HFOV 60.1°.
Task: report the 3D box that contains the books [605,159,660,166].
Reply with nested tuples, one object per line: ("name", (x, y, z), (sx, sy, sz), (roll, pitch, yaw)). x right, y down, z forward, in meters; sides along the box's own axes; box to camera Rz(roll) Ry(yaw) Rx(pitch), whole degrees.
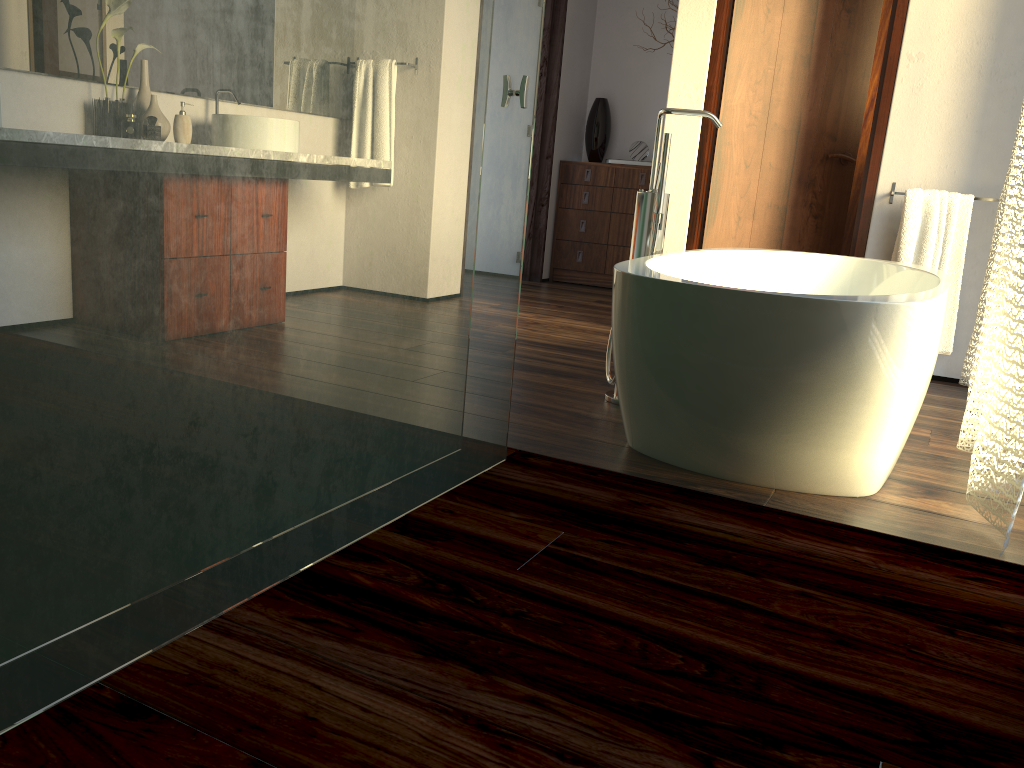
("books", (0.870, -1.438, 5.789), (0.498, 0.034, 0.246), (5, 13, 2))

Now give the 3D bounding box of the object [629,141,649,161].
("object", (0.830, -1.522, 5.787), (0.133, 0.131, 0.128), (10, 14, 22))

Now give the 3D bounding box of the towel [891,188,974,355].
("towel", (1.599, -0.424, 3.429), (0.263, 0.638, 0.153), (7, 13, 9))

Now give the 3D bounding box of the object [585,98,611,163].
("object", (0.574, -1.684, 5.895), (0.174, 0.417, 0.166), (15, 17, 38))

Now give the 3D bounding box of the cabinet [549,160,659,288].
("cabinet", (0.879, -1.014, 5.809), (1.161, 0.801, 0.395), (11, 15, 26))

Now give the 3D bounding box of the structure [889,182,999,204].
("structure", (1.683, -0.709, 3.362), (0.462, 0.088, 0.100), (11, 15, 26))

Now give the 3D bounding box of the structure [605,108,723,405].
("structure", (0.417, -0.388, 2.761), (0.240, 0.898, 0.281), (-1, 15, -23))

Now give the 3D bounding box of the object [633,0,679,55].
("object", (1.065, -2.073, 5.430), (0.720, 1.451, 0.837), (0, 14, -20))

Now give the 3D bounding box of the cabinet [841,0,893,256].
("cabinet", (2.166, -1.475, 4.729), (1.512, 2.366, 0.351), (11, 15, 26))

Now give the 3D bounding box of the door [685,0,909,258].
("door", (1.247, -1.120, 3.843), (0.744, 1.949, 0.455), (11, 15, 26))

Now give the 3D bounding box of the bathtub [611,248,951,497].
("bathtub", (0.778, -0.090, 2.522), (0.780, 0.485, 1.588), (11, 15, 25))

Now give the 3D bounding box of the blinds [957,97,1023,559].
("blinds", (1.477, -0.956, 2.283), (0.185, 2.339, 2.083), (11, 15, 25))
